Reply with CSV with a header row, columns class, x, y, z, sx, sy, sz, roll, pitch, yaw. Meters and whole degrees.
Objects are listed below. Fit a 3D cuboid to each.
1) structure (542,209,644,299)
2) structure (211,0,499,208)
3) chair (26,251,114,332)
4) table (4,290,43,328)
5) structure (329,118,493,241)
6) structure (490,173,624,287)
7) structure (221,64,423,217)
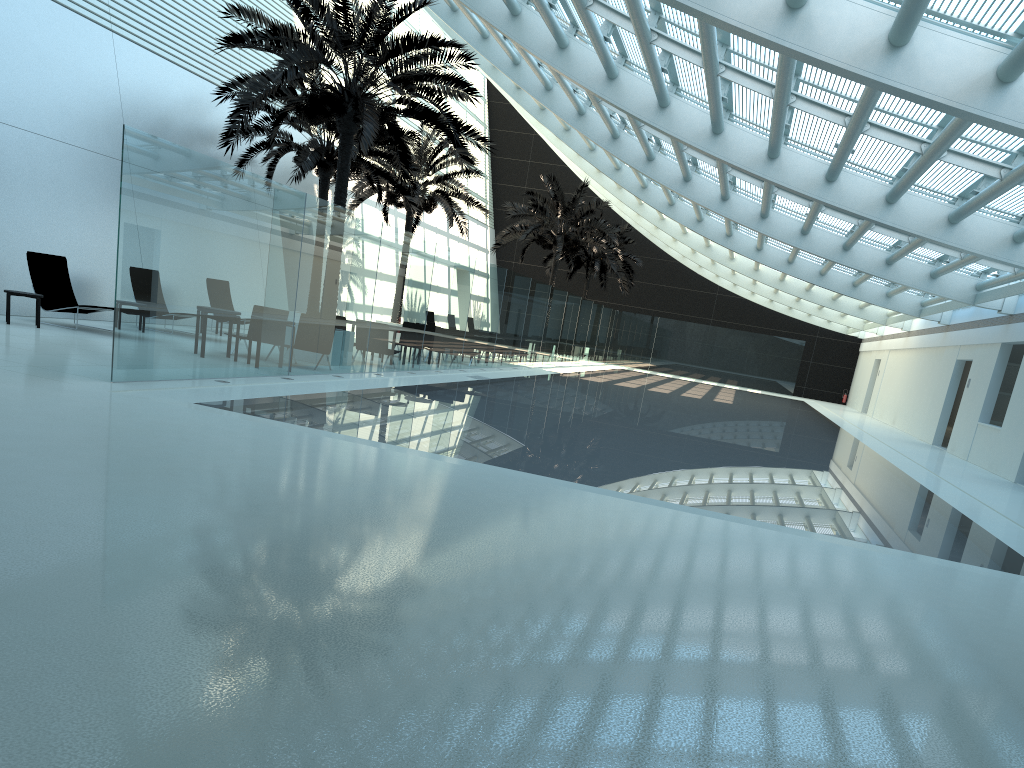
class,x,y,z,sx,sy,sz,roll,pitch,yaw
structure,3.747,-4.668,41.819,4.475,7.241,4.634,8,11,-8
structure,-3.180,-3.904,15.810,4.713,7.242,4.399,16,13,31
chair,-7.196,-1.504,15.057,2.021,1.195,0.900,11,10,12
table,-7.908,-1.215,14.108,0.556,0.533,0.534,4,11,-34
structure,-3.434,-4.771,27.693,4.633,7.112,4.147,-1,15,-42
structure,1.661,-4.443,34.061,4.805,7.242,4.313,11,11,7
structure,-4.762,-4.535,21.937,4.660,7.050,4.121,8,11,-8
